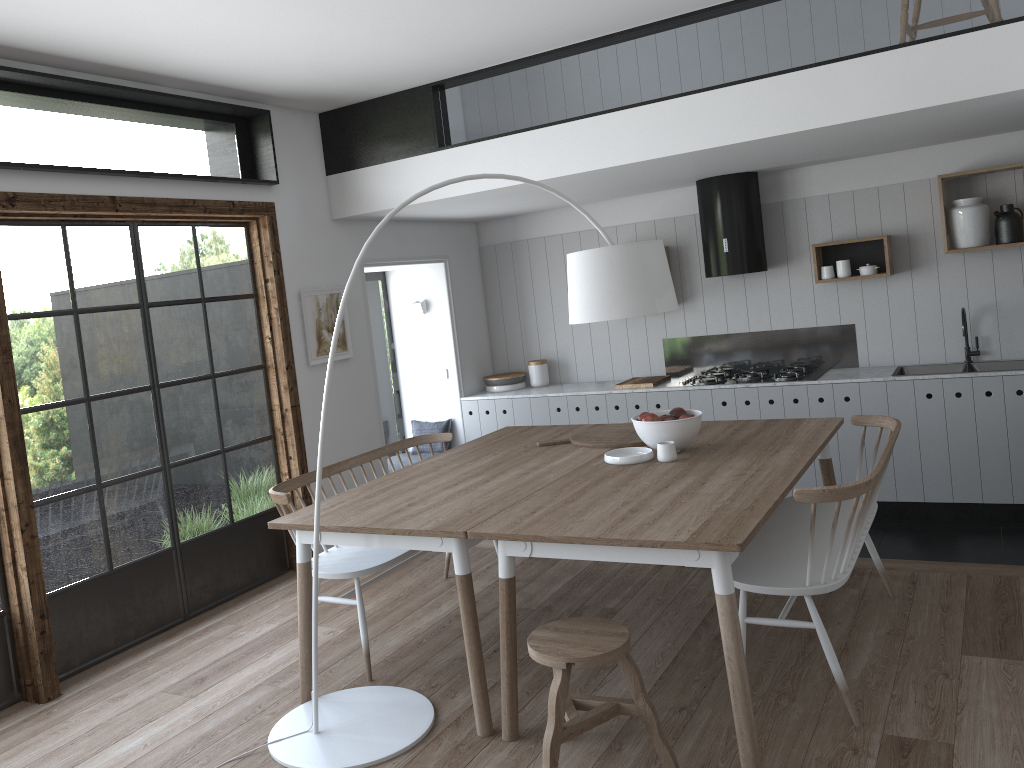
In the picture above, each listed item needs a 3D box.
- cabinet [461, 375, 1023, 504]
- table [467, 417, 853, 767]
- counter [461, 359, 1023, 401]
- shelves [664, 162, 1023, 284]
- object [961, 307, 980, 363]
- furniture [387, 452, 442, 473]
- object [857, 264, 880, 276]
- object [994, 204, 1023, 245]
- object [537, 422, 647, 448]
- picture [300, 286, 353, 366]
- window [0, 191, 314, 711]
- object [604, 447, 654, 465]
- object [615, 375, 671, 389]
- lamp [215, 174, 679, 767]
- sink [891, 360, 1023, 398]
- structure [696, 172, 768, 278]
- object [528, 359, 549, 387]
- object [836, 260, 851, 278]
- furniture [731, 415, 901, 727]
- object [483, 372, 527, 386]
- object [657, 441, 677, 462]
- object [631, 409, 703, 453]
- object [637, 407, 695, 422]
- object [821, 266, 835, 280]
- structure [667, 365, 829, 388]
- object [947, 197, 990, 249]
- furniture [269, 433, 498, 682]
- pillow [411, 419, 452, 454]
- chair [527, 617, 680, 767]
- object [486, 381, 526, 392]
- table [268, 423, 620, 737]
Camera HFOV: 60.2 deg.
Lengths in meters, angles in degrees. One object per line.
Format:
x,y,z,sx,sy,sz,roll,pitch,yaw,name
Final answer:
2.332,0.354,5.423,6.260,0.745,0.010,-3,4,31,cabinet
0.771,0.706,3.689,0.957,0.747,2.004,-4,6,29,table
2.419,-0.071,5.648,6.263,0.020,0.568,-3,7,31,counter
2.302,-0.878,5.779,3.658,0.795,0.294,-3,4,31,shelves
2.846,-0.293,5.493,0.092,0.373,0.284,-5,4,29,object
-0.862,0.656,6.744,0.609,0.115,1.032,-3,7,29,furniture
2.320,-0.747,5.753,0.129,0.073,0.108,-6,5,9,object
3.015,-0.970,5.356,0.162,0.235,0.150,-5,4,28,object
0.563,0.260,4.457,0.661,0.023,0.613,-12,8,-37,object
-1.188,-0.377,5.655,0.030,0.469,0.426,-5,4,29,picture
-2.636,0.420,3.140,0.165,2.249,5.304,-5,6,29,window
0.516,0.318,3.901,0.217,0.035,0.214,-6,6,9,object
0.965,-0.014,6.499,0.297,0.030,0.393,-3,7,30,object
-1.520,0.461,2.563,5.103,2.019,0.894,-11,5,-34,lamp
2.953,-0.029,5.305,1.203,0.166,0.444,-3,7,30,sink
1.513,-1.193,6.130,0.410,0.866,0.420,-7,3,-13,structure
0.216,-0.083,7.121,0.154,0.212,0.155,-7,4,-1,object
2.179,-0.755,5.804,0.088,0.115,0.084,-4,5,30,object
1.235,0.641,3.486,0.556,0.808,1.335,-5,6,29,furniture
-0.057,-0.039,7.212,0.356,0.065,0.364,-8,6,-10,object
0.662,0.291,3.783,0.085,0.078,0.081,-4,5,30,object
0.704,0.222,3.974,0.321,0.164,0.309,-4,6,27,object
0.700,0.201,3.969,0.249,0.167,0.239,-8,5,-9,object
2.092,-0.736,5.857,0.081,0.088,0.085,-9,5,-24,object
1.631,-0.061,6.116,1.005,0.048,0.544,-3,7,30,structure
2.820,-0.992,5.456,0.229,0.300,0.228,-7,4,3,object
-0.556,0.765,4.329,0.556,0.808,1.335,-5,6,29,furniture
-0.644,0.434,7.116,0.412,0.292,0.177,-4,5,30,pillow
0.285,1.014,2.772,0.438,0.448,0.477,-5,5,16,chair
-0.050,0.019,7.214,0.320,0.055,0.332,-9,6,-21,object
-0.053,0.752,4.178,0.957,0.747,2.004,-4,6,29,table
